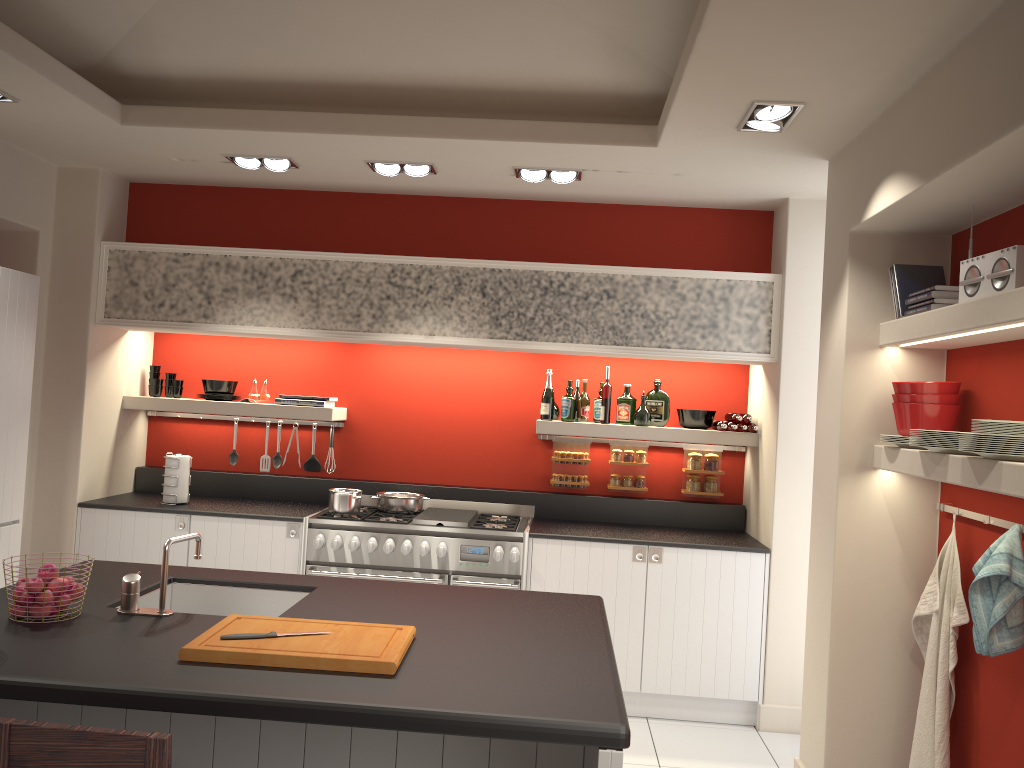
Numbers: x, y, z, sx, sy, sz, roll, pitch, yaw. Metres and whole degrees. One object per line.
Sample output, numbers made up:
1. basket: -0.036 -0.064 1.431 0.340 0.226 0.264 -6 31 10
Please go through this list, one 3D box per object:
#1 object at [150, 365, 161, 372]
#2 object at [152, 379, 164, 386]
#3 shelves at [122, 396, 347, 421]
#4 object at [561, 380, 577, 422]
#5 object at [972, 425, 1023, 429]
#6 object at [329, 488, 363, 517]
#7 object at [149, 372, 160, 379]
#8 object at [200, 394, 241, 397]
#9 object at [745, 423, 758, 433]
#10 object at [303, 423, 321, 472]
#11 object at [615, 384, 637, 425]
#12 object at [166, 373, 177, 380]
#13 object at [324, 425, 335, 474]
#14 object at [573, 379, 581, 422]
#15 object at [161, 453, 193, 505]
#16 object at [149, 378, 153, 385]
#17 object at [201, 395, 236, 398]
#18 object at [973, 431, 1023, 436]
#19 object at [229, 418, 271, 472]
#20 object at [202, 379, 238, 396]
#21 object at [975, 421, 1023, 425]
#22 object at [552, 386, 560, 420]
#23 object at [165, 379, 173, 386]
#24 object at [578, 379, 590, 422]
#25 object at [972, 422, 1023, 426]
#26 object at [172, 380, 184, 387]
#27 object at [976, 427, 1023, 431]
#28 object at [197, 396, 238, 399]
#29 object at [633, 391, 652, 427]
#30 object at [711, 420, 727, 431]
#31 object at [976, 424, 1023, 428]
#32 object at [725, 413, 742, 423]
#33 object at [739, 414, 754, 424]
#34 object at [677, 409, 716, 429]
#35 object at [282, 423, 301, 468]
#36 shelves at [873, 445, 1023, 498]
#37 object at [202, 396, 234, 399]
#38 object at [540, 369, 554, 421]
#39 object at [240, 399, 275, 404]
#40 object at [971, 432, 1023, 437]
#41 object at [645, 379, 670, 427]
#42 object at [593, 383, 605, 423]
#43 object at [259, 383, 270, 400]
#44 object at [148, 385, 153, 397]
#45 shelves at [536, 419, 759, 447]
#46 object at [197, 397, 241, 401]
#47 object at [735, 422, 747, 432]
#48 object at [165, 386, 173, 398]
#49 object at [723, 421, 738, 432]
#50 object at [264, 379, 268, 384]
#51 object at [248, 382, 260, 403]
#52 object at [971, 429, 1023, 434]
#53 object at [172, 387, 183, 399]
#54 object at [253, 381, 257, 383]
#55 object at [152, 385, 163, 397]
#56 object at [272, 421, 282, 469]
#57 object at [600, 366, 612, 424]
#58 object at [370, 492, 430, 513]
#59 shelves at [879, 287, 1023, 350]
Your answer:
1. object: -2.389 -0.085 5.934 0.070 0.076 0.070 4 -1 -25
2. object: -2.306 0.005 5.771 0.070 0.076 0.070 4 -1 -25
3. shelves: -1.814 0.160 5.844 1.379 0.083 0.376 3 -1 3
4. object: 0.361 0.107 5.606 0.094 0.264 0.094 4 -1 -8
5. object: 1.634 0.149 2.878 0.255 0.015 0.255 4 -1 -15
6. object: -1.003 0.711 5.321 0.201 0.148 0.201 3 -1 -4
7. object: -2.392 -0.041 5.933 0.070 0.076 0.070 4 -1 -25
8. object: -1.942 0.082 5.876 0.280 0.016 0.280 3 -1 3
9. object: 1.498 0.274 5.579 0.061 0.061 0.366 3 -1 3
10. object: -1.331 0.428 5.966 0.123 0.331 0.040 3 -2 3
11. object: 0.736 0.133 5.701 0.112 0.260 0.071 2 -2 32
12. object: -2.281 -0.034 5.927 0.070 0.076 0.070 4 -1 -25
13. object: -1.212 0.440 5.941 0.069 0.328 0.069 4 -2 -19
14. object: 0.424 0.108 5.797 0.083 0.277 0.083 3 -1 7
15. object: -2.061 0.580 5.442 0.163 0.304 0.168 2 -2 32
16. object: -2.394 0.003 5.932 0.070 0.076 0.070 4 -1 -25
17. object: -1.942 0.087 5.876 0.280 0.016 0.280 3 -1 3
18. object: 1.633 0.168 2.878 0.255 0.015 0.255 4 -1 -15
19. object: -1.760 0.412 5.969 0.287 0.351 0.022 3 -2 4
20. object: -1.939 0.030 5.878 0.232 0.108 0.232 2 -2 45
21. object: 1.635 0.134 2.879 0.255 0.015 0.255 4 -1 -15
22. object: 0.259 0.124 5.818 0.113 0.226 0.113 2 -2 45
23. object: -2.283 0.009 5.925 0.070 0.076 0.070 4 -1 -25
24. object: 0.463 0.107 5.707 0.080 0.278 0.080 3 -1 7
25. object: 1.635 0.139 2.879 0.255 0.015 0.255 4 -1 -15
26. object: -2.191 0.012 5.814 0.070 0.076 0.070 4 -1 -25
27. object: 1.634 0.154 2.878 0.255 0.015 0.255 4 -1 -15
28. object: -1.942 0.098 5.876 0.280 0.016 0.280 3 -1 3
29. object: 0.822 0.152 5.569 0.113 0.226 0.113 3 -1 15
30. object: 1.310 0.264 5.589 0.062 0.062 0.366 3 -1 3
31. object: 1.635 0.144 2.879 0.255 0.015 0.255 4 -1 -15
32. object: 1.408 0.215 5.607 0.062 0.062 0.366 3 -1 3
33. object: 1.469 0.218 5.581 0.062 0.062 0.366 3 -1 3
34. object: 1.180 0.227 5.691 0.251 0.121 0.251 4 -1 -15
35. object: -1.471 0.411 5.957 0.124 0.297 0.009 3 -2 3
36. shelves: 1.723 0.299 2.652 0.437 0.100 2.393 3 -1 3
37. object: -1.942 0.093 5.876 0.280 0.016 0.280 3 -1 3
38. object: 0.231 0.067 5.636 0.083 0.331 0.083 4 -2 -25
39. object: -1.665 0.114 5.837 0.160 0.027 0.183 3 -1 32
40. object: 1.633 0.173 2.878 0.255 0.015 0.255 4 -1 -15
41. object: 0.930 0.123 5.700 0.186 0.303 0.057 2 -2 33
42. object: 0.581 0.124 5.754 0.094 0.263 0.094 4 -2 -30
43. object: -1.639 0.060 5.877 0.077 0.134 0.076 4 -1 -13
44. object: -2.397 0.047 5.931 0.070 0.076 0.070 4 -1 -25
45. shelves: 0.849 0.312 5.686 1.379 0.083 0.376 3 -1 3
46. object: -1.943 0.103 5.876 0.280 0.016 0.280 3 -1 3
47. object: 1.436 0.271 5.602 0.061 0.061 0.366 3 -1 3
48. object: -2.286 0.053 5.924 0.070 0.076 0.070 4 -1 -25
49. object: 1.372 0.267 5.585 0.062 0.062 0.366 3 -1 3
50. object: -1.633 -0.015 5.880 0.026 0.032 0.023 4 -1 -14
51. object: -1.685 0.055 5.801 0.076 0.131 0.076 5 -2 -44
52. object: 1.634 0.163 2.878 0.255 0.015 0.255 4 -1 -15
53. object: -2.194 0.056 5.812 0.070 0.076 0.070 4 -1 -25
54. object: -1.681 -0.020 5.803 0.023 0.031 0.024 5 -2 -45
55. object: -2.309 0.049 5.769 0.070 0.076 0.070 4 -1 -25
56. object: -1.570 0.409 5.960 0.067 0.323 0.022 3 -2 2
57. object: 0.600 0.071 5.661 0.062 0.366 0.210 3 -1 3
58. object: -0.710 0.753 5.627 0.309 0.105 0.309 3 -1 31
59. shelves: 1.754 -0.231 2.666 0.437 0.100 2.393 3 -1 3
